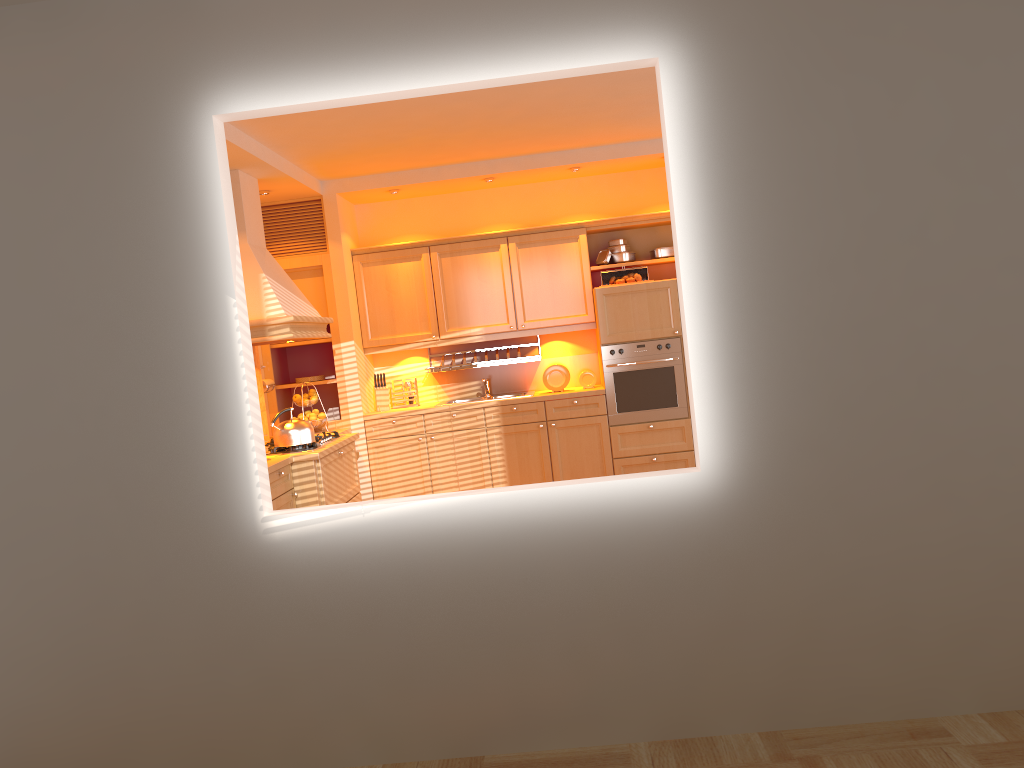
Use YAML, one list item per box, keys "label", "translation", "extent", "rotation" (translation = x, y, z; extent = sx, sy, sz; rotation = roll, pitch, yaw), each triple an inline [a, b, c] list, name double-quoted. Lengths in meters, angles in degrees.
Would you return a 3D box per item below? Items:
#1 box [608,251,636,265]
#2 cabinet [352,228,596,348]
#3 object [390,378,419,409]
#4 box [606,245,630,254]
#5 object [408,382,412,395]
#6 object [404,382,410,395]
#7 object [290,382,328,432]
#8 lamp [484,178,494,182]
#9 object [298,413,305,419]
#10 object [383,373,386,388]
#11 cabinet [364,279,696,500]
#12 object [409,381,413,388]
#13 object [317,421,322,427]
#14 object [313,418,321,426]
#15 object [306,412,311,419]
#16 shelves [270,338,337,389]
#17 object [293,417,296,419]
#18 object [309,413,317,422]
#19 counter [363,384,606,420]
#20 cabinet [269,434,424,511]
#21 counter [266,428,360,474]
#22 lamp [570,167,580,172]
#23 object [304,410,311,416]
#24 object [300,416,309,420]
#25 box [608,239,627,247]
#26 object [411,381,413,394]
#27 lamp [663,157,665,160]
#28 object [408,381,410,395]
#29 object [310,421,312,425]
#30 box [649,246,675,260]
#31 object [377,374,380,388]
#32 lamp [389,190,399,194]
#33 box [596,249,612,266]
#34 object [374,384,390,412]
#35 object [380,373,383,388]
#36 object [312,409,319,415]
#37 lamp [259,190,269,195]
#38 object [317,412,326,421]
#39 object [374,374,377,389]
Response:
- label: "box"
  translation: [0.834, -0.968, 6.882]
  extent: [0.242, 0.090, 0.169]
  rotation: [-4, 4, 39]
- label: "cabinet"
  translation: [-0.286, -0.738, 6.919]
  extent: [1.792, 0.712, 0.332]
  rotation: [-6, 3, 3]
- label: "object"
  translation: [-0.843, 0.071, 6.983]
  extent: [0.200, 0.221, 0.103]
  rotation: [-6, 3, 3]
- label: "box"
  translation: [0.826, -1.037, 6.878]
  extent: [0.177, 0.066, 0.124]
  rotation: [-4, 4, 39]
- label: "object"
  translation: [-0.796, 0.078, 6.951]
  extent: [0.017, 0.196, 0.020]
  rotation: [-5, 3, 29]
- label: "object"
  translation: [-0.810, 0.076, 6.943]
  extent: [0.042, 0.192, 0.040]
  rotation: [-9, 4, -36]
- label: "object"
  translation: [-1.488, 0.175, 6.449]
  extent: [0.265, 0.376, 0.265]
  rotation: [-9, 4, -37]
- label: "lamp"
  translation: [-0.169, -1.518, 6.606]
  extent: [0.070, 0.021, 0.070]
  rotation: [-4, 4, 43]
- label: "object"
  translation: [-1.519, 0.240, 6.406]
  extent: [0.056, 0.058, 0.055]
  rotation: [-4, 4, 39]
- label: "object"
  translation: [-0.974, 0.046, 6.831]
  extent: [0.019, 0.265, 0.037]
  rotation: [-7, 3, -14]
- label: "cabinet"
  translation: [0.409, 0.160, 6.788]
  extent: [3.000, 1.700, 0.625]
  rotation: [-6, 3, 3]
- label: "object"
  translation: [-0.797, 0.072, 6.990]
  extent: [0.042, 0.192, 0.040]
  rotation: [-9, 4, -37]
- label: "object"
  translation: [-1.421, 0.281, 6.470]
  extent: [0.063, 0.061, 0.064]
  rotation: [-7, 3, -18]
- label: "object"
  translation: [-1.414, 0.274, 6.403]
  extent: [0.064, 0.062, 0.064]
  rotation: [-7, 3, -9]
- label: "object"
  translation: [-1.457, 0.232, 6.406]
  extent: [0.063, 0.061, 0.063]
  rotation: [-8, 3, -23]
- label: "shelves"
  translation: [-1.515, 0.015, 6.902]
  extent: [0.600, 0.702, 0.582]
  rotation: [-6, 3, 3]
- label: "object"
  translation: [-1.588, 0.264, 6.472]
  extent: [0.044, 0.047, 0.046]
  rotation: [-5, 3, 24]
- label: "object"
  translation: [-1.427, 0.239, 6.359]
  extent: [0.056, 0.063, 0.065]
  rotation: [-8, 3, -21]
- label: "counter"
  translation: [-0.196, 0.136, 6.831]
  extent: [1.800, 0.038, 0.600]
  rotation: [-6, 3, 3]
- label: "cabinet"
  translation: [-1.217, 0.830, 5.797]
  extent: [1.141, 0.840, 2.850]
  rotation: [-6, 3, 3]
- label: "counter"
  translation: [-1.467, 0.432, 5.486]
  extent: [0.770, 0.038, 2.250]
  rotation: [-6, 3, 3]
- label: "lamp"
  translation: [0.468, -1.588, 6.567]
  extent: [0.070, 0.021, 0.070]
  rotation: [-9, 4, -36]
- label: "object"
  translation: [-1.484, 0.214, 6.452]
  extent: [0.050, 0.048, 0.051]
  rotation: [-4, 4, 37]
- label: "object"
  translation: [-1.490, 0.264, 6.358]
  extent: [0.063, 0.063, 0.063]
  rotation: [-6, 3, 15]
- label: "box"
  translation: [0.820, -1.091, 6.875]
  extent: [0.140, 0.052, 0.098]
  rotation: [-4, 4, 39]
- label: "object"
  translation: [-0.785, 0.076, 6.955]
  extent: [0.022, 0.196, 0.018]
  rotation: [-6, 3, 8]
- label: "lamp"
  translation: [1.151, -1.663, 6.528]
  extent: [0.070, 0.021, 0.070]
  rotation: [-9, 4, -36]
- label: "object"
  translation: [-0.801, 0.077, 6.972]
  extent: [0.018, 0.196, 0.023]
  rotation: [-6, 3, 8]
- label: "object"
  translation: [-1.471, 0.294, 6.406]
  extent: [0.052, 0.056, 0.057]
  rotation: [-8, 4, -34]
- label: "box"
  translation: [1.194, -1.008, 6.854]
  extent: [0.242, 0.090, 0.169]
  rotation: [-7, 3, -15]
- label: "object"
  translation: [-1.018, 0.052, 6.812]
  extent: [0.019, 0.265, 0.038]
  rotation: [-7, 3, -14]
- label: "lamp"
  translation: [-0.883, -1.439, 6.644]
  extent: [0.070, 0.021, 0.070]
  rotation: [-9, 4, -36]
- label: "box"
  translation: [0.705, -0.969, 6.812]
  extent: [0.098, 0.129, 0.117]
  rotation: [-4, 4, 39]
- label: "object"
  translation: [-1.002, 0.107, 6.835]
  extent: [0.100, 0.200, 0.070]
  rotation: [-8, 3, -23]
- label: "object"
  translation: [-0.996, 0.049, 6.822]
  extent: [0.019, 0.265, 0.038]
  rotation: [-7, 3, -14]
- label: "object"
  translation: [-1.424, 0.207, 6.432]
  extent: [0.050, 0.052, 0.049]
  rotation: [-6, 3, 11]
- label: "lamp"
  translation: [-1.710, -1.318, 6.117]
  extent: [0.070, 0.021, 0.070]
  rotation: [-7, 3, -14]
- label: "object"
  translation: [-1.381, 0.235, 6.441]
  extent: [0.064, 0.060, 0.063]
  rotation: [-5, 3, 19]
- label: "object"
  translation: [-1.037, 0.055, 6.804]
  extent: [0.019, 0.265, 0.037]
  rotation: [-8, 4, -32]
